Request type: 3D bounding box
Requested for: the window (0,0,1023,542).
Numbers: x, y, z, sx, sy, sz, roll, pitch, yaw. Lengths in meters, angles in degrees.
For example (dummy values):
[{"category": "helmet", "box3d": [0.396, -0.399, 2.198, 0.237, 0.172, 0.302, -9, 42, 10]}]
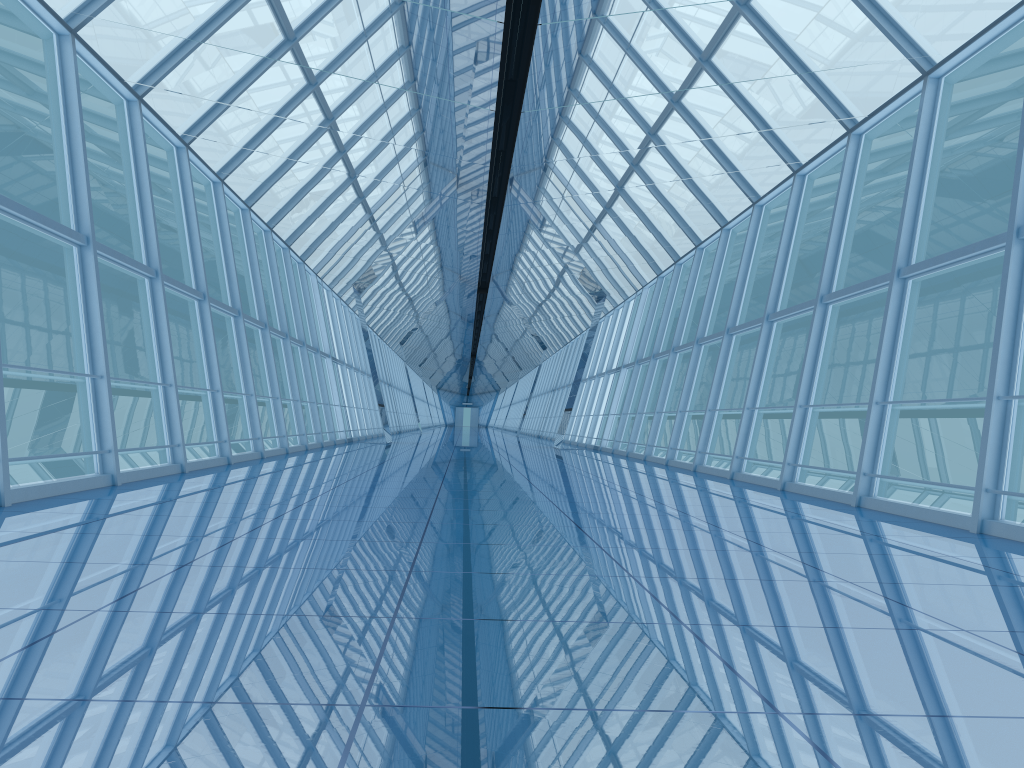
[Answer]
[{"category": "window", "box3d": [-2.496, 0.491, 50.903, 9.919, 4.972, 104.740, 2, -3, -3]}]
